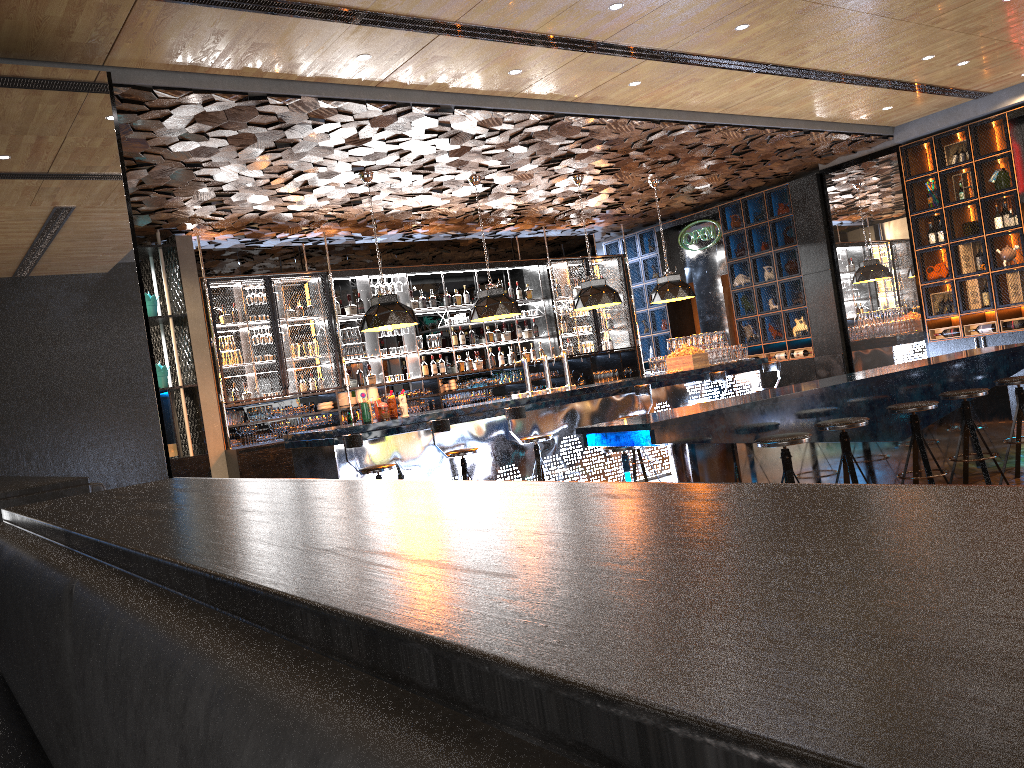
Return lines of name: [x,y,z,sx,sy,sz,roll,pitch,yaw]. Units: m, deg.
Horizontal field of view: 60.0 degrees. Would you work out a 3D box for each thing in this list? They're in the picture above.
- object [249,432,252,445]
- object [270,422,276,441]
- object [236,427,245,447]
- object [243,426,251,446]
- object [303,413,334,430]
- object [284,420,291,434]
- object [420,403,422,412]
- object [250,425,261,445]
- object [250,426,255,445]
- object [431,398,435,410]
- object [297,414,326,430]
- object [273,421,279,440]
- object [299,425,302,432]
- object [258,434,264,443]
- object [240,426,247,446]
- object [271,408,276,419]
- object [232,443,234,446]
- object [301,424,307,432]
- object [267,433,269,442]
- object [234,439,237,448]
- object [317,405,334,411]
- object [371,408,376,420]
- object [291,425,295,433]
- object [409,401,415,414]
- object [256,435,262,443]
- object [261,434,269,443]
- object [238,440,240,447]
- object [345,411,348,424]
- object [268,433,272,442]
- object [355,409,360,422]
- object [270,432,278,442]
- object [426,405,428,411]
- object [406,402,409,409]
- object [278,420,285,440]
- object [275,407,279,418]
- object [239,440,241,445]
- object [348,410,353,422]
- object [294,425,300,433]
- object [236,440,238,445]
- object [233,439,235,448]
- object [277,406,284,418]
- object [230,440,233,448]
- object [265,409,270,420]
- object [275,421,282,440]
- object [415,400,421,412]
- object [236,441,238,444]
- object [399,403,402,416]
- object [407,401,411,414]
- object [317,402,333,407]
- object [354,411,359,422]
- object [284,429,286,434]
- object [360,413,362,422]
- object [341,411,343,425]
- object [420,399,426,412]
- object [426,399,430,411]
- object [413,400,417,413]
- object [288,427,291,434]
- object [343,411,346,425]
object: [-3.166,0.619,10.714,0.091,0.227,0.091,-9,0,18]
object: [-2.927,0.581,10.922,0.088,0.229,0.077,-9,0,29]
object: [-3.265,0.634,10.673,0.091,0.227,0.091,-9,0,-32]
object: [-3.122,0.613,10.478,0.091,0.227,0.091,-9,0,17]
object: [-2.404,0.503,11.093,0.376,0.227,0.186,-9,0,-37]
object: [-2.741,0.554,10.835,0.088,0.229,0.077,-9,0,-36]
object: [-1.231,0.327,11.994,0.092,0.218,0.092,-9,0,15]
object: [-3.045,0.602,10.530,0.091,0.227,0.091,-9,0,-12]
object: [-3.103,0.610,10.617,0.091,0.227,0.091,-9,0,18]
object: [-1.057,0.301,12.005,0.071,0.217,0.071,-9,0,-27]
object: [-2.516,0.520,11.253,0.376,0.227,0.186,-9,0,-37]
object: [-2.875,0.574,10.845,0.077,0.229,0.088,-9,0,-20]
object: [-2.619,0.576,11.014,0.065,0.146,0.074,-9,0,-12]
object: [-3.005,0.658,10.679,0.093,0.101,0.093,-9,0,16]
object: [-3.182,0.622,10.568,0.091,0.227,0.091,-9,0,4]
object: [-2.895,0.354,10.730,0.081,0.132,0.081,-9,0,27]
object: [-3.289,0.706,10.463,0.031,0.098,0.031,-9,0,16]
object: [-2.557,0.567,10.927,0.074,0.146,0.065,-9,0,-41]
object: [-2.977,0.653,10.825,0.093,0.101,0.093,-9,0,-20]
object: [-3.246,0.700,10.397,0.031,0.098,0.031,-9,0,3]
object: [-2.339,0.304,11.127,0.209,0.060,0.211,-9,0,14]
object: [-1.789,0.416,11.441,0.082,0.213,0.082,-9,0,-6]
object: [-2.693,0.588,10.952,0.065,0.146,0.074,-9,0,-23]
object: [-1.327,0.338,11.804,0.071,0.226,0.071,-9,0,27]
object: [-3.064,0.667,10.766,0.093,0.101,0.093,-8,0,41]
object: [-2.945,0.649,10.593,0.093,0.101,0.093,-9,0,23]
object: [-3.208,0.703,10.427,0.034,0.080,0.034,-9,0,19]
object: [-2.126,0.458,11.401,0.073,0.229,0.073,-8,0,44]
object: [-2.923,0.646,10.740,0.093,0.101,0.093,-9,0,-14]
object: [-1.960,0.434,11.350,0.073,0.229,0.073,-8,0,44]
object: [-2.857,0.636,10.656,0.093,0.101,0.093,-9,0,17]
object: [-1.153,0.315,12.086,0.071,0.217,0.071,-9,0,-27]
object: [-1.402,0.354,11.711,0.084,0.216,0.084,-9,0,7]
object: [-2.773,0.559,10.705,0.088,0.229,0.077,-9,0,-22]
object: [-2.870,0.350,10.831,0.081,0.132,0.081,-9,0,27]
object: [-3.182,0.699,10.392,0.034,0.080,0.034,-9,0,-22]
object: [-2.042,0.446,11.297,0.073,0.229,0.073,-8,0,44]
object: [-2.632,0.579,10.868,0.065,0.146,0.074,-9,0,31]
object: [-3.260,0.711,10.499,0.034,0.080,0.034,-9,0,-27]
object: [-3.269,0.703,10.427,0.031,0.098,0.031,-9,0,28]
object: [-2.799,0.339,10.735,0.081,0.132,0.081,-9,0,27]
object: [-3.269,0.703,10.359,0.033,0.101,0.033,-9,0,-11]
object: [-2.979,0.366,10.849,0.081,0.132,0.081,-9,0,27]
object: [-2.825,0.567,10.781,0.077,0.229,0.088,-9,0,14]
object: [-1.245,0.325,11.814,0.071,0.226,0.071,-9,0,27]
object: [-3.237,0.707,10.467,0.034,0.080,0.034,-9,0,22]
object: [-1.482,0.366,11.821,0.084,0.216,0.084,-9,0,7]
object: [-1.376,0.345,11.872,0.071,0.226,0.071,-9,0,27]
object: [-2.344,0.263,11.127,0.211,0.060,0.209,-9,0,9]
object: [-2.012,0.449,11.608,0.082,0.213,0.082,-9,0,31]
object: [-2.808,0.564,10.938,0.088,0.229,0.077,-9,0,-34]
object: [-1.958,0.441,11.538,0.082,0.213,0.082,-9,0,15]
object: [-2.148,0.463,11.196,0.073,0.229,0.073,-8,0,44]
object: [-1.182,0.320,11.896,0.092,0.218,0.092,-9,0,15]
object: [-1.130,0.312,12.001,0.071,0.217,0.071,-9,0,-27]
object: [-1.291,0.332,11.880,0.071,0.226,0.071,-9,0,27]
object: [-2.748,0.596,11.031,0.065,0.146,0.074,-9,0,-6]
object: [-2.139,0.461,11.289,0.073,0.229,0.073,-8,0,44]
